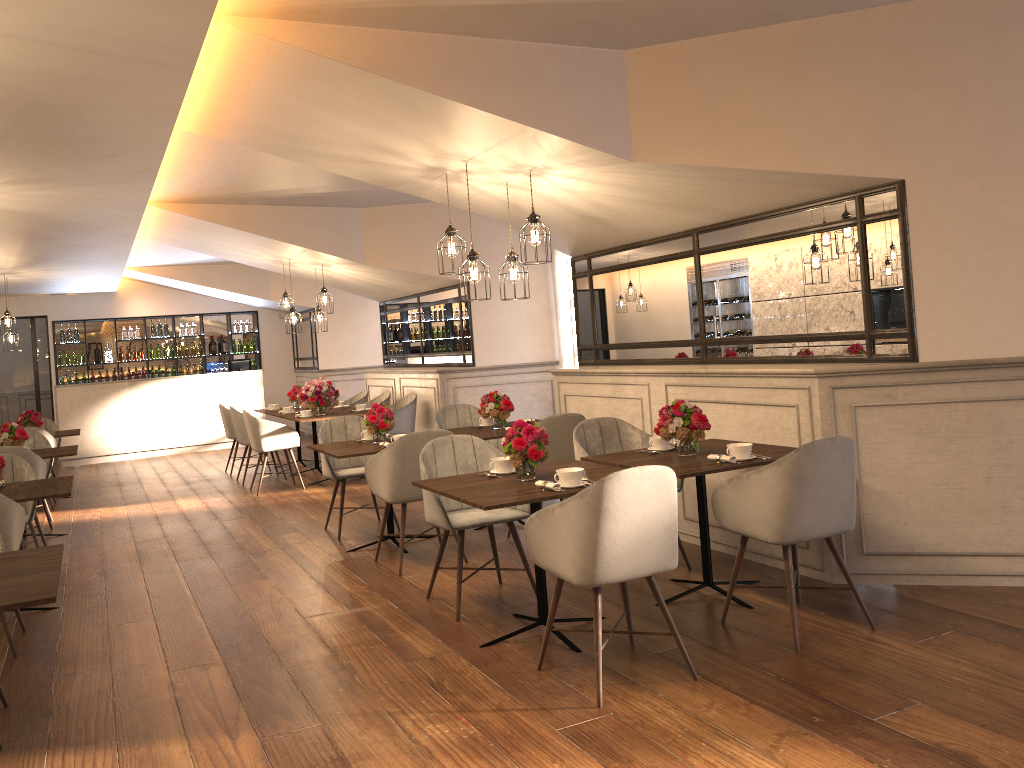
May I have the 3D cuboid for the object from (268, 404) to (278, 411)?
[{"bbox_3d":[-2.971,0.291,11.027,0.148,0.072,0.148,-4,2,17],"label":"object"}]

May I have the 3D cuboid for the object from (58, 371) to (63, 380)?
[{"bbox_3d":[-6.655,-0.085,13.056,0.065,0.208,0.065,-4,0,-34],"label":"object"}]

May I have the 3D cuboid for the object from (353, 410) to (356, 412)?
[{"bbox_3d":[-1.624,0.288,9.599,0.193,0.024,0.025,-6,2,-26],"label":"object"}]

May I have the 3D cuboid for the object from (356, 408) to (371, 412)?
[{"bbox_3d":[-1.601,0.281,9.572,0.176,0.039,0.056,-5,2,-26],"label":"object"}]

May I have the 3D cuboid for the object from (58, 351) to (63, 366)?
[{"bbox_3d":[-7.461,-0.426,14.621,0.065,0.261,0.065,-4,0,43],"label":"object"}]

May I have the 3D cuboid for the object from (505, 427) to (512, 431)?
[{"bbox_3d":[0.006,0.325,6.338,0.056,0.039,0.175,-5,3,-25],"label":"object"}]

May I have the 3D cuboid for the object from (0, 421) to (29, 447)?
[{"bbox_3d":[-4.153,0.447,7.346,0.305,0.301,0.234,-4,1,7],"label":"object"}]

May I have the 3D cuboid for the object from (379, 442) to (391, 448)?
[{"bbox_3d":[-0.844,0.408,5.929,0.056,0.039,0.175,-5,3,-25],"label":"object"}]

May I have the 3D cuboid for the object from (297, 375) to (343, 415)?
[{"bbox_3d":[-2.081,0.121,9.576,0.420,0.425,0.405,-5,1,-37],"label":"object"}]

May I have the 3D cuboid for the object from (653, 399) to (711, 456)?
[{"bbox_3d":[0.893,0.216,4.593,0.304,0.301,0.235,-3,1,40],"label":"object"}]

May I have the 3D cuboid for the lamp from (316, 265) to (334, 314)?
[{"bbox_3d":[-2.189,-1.829,10.052,0.175,2.072,0.175,-4,0,-24],"label":"lamp"}]

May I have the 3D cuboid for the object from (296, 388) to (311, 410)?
[{"bbox_3d":[-2.425,0.167,10.407,0.234,0.301,0.305,-4,1,-6],"label":"object"}]

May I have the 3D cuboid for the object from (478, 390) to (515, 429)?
[{"bbox_3d":[-0.107,0.184,6.685,0.304,0.301,0.235,-3,1,40],"label":"object"}]

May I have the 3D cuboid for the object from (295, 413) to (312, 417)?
[{"bbox_3d":[-2.232,0.332,9.481,0.176,0.039,0.056,-5,2,-26],"label":"object"}]

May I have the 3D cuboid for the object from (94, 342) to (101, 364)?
[{"bbox_3d":[-6.963,-0.523,14.866,0.104,0.360,0.104,-4,0,36],"label":"object"}]

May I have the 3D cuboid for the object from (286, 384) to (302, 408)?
[{"bbox_3d":[-2.712,0.146,11.175,0.234,0.301,0.306,-4,1,22],"label":"object"}]

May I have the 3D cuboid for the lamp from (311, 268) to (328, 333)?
[{"bbox_3d":[-2.317,-1.640,10.347,0.175,2.072,0.175,-4,0,-24],"label":"lamp"}]

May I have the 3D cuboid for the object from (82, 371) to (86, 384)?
[{"bbox_3d":[-7.136,-0.093,14.761,0.065,0.261,0.065,-4,0,43],"label":"object"}]

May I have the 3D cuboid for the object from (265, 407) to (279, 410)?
[{"bbox_3d":[-3.019,0.307,11.130,0.176,0.039,0.056,-5,2,-26],"label":"object"}]

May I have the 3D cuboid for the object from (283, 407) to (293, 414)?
[{"bbox_3d":[-2.585,0.303,10.220,0.148,0.072,0.148,-4,2,17],"label":"object"}]

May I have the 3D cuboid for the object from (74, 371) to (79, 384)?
[{"bbox_3d":[-7.235,-0.084,14.714,0.065,0.261,0.065,-4,0,43],"label":"object"}]

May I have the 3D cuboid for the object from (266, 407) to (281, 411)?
[{"bbox_3d":[-2.995,0.313,11.103,0.193,0.024,0.025,-6,2,-26],"label":"object"}]

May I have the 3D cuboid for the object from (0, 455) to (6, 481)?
[{"bbox_3d":[-3.044,0.482,5.022,0.234,0.301,0.306,-3,1,42],"label":"object"}]

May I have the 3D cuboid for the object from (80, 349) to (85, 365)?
[{"bbox_3d":[-7.163,-0.455,14.764,0.065,0.261,0.065,-4,0,43],"label":"object"}]

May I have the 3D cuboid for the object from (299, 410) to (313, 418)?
[{"bbox_3d":[-2.184,0.316,9.379,0.148,0.072,0.148,-4,2,17],"label":"object"}]

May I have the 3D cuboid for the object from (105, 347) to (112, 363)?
[{"bbox_3d":[-6.808,-0.498,14.933,0.108,0.282,0.108,-4,0,21],"label":"object"}]

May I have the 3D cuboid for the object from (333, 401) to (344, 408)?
[{"bbox_3d":[-2.053,0.250,10.515,0.148,0.072,0.148,-4,2,17],"label":"object"}]

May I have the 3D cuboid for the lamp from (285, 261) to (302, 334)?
[{"bbox_3d":[-2.555,-1.610,10.092,0.175,2.072,0.175,-4,0,-24],"label":"lamp"}]

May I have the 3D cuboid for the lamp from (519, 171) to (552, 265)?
[{"bbox_3d":[0.073,-1.757,5.317,0.175,2.072,0.175,-4,0,-24],"label":"lamp"}]

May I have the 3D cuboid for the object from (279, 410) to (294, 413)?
[{"bbox_3d":[-2.633,0.319,10.322,0.176,0.039,0.056,-5,2,-26],"label":"object"}]

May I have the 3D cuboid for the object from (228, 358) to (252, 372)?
[{"bbox_3d":[-4.386,-0.241,14.323,0.129,0.329,0.409,-4,1,42],"label":"object"}]

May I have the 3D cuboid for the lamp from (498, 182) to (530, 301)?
[{"bbox_3d":[-0.054,-1.568,5.611,0.175,2.072,0.175,-4,0,-24],"label":"lamp"}]

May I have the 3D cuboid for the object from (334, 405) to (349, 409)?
[{"bbox_3d":[-2.003,0.268,10.412,0.176,0.039,0.056,-5,2,-26],"label":"object"}]

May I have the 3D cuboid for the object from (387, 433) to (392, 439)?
[{"bbox_3d":[-0.934,0.383,6.561,0.056,0.039,0.175,-5,3,-25],"label":"object"}]

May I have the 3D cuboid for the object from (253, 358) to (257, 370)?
[{"bbox_3d":[-4.633,-0.337,15.965,0.065,0.261,0.065,-4,0,43],"label":"object"}]

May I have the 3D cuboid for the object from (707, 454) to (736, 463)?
[{"bbox_3d":[1.005,0.357,4.245,0.056,0.039,0.175,-5,3,-25],"label":"object"}]

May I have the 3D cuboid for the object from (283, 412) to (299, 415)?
[{"bbox_3d":[-2.517,0.332,10.126,0.197,0.015,0.043,-6,3,-29],"label":"object"}]

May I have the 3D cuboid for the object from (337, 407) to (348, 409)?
[{"bbox_3d":[-2.026,0.275,10.439,0.193,0.024,0.025,-6,2,-26],"label":"object"}]

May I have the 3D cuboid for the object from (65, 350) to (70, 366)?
[{"bbox_3d":[-7.361,-0.436,14.669,0.065,0.261,0.065,-4,0,43],"label":"object"}]

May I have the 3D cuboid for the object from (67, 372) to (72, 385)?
[{"bbox_3d":[-7.335,-0.074,14.666,0.065,0.261,0.065,-4,0,43],"label":"object"}]

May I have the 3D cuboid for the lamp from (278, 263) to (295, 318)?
[{"bbox_3d":[-2.710,-1.808,10.390,0.175,2.072,0.175,-4,0,-24],"label":"lamp"}]

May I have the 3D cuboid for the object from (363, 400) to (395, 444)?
[{"bbox_3d":[-0.946,0.266,6.269,0.234,0.301,0.305,-4,1,-6],"label":"object"}]

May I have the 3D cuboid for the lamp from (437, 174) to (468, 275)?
[{"bbox_3d":[-0.448,-1.736,5.655,0.175,2.072,0.175,-4,0,-24],"label":"lamp"}]

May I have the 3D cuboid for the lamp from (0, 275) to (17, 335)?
[{"bbox_3d":[-6.324,-1.641,10.998,0.175,2.072,0.175,-4,0,-24],"label":"lamp"}]

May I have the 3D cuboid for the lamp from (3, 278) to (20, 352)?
[{"bbox_3d":[-6.451,-1.453,11.293,0.175,2.072,0.175,-4,0,-24],"label":"lamp"}]

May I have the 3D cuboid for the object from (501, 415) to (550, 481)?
[{"bbox_3d":[0.054,0.299,4.176,0.234,0.301,0.305,-4,1,-6],"label":"object"}]

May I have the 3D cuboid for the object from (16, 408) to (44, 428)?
[{"bbox_3d":[-5.252,0.414,9.618,0.305,0.301,0.234,-4,1,22],"label":"object"}]

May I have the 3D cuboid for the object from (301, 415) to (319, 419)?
[{"bbox_3d":[-2.115,0.345,9.285,0.197,0.015,0.043,-6,3,-29],"label":"object"}]

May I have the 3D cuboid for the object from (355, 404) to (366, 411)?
[{"bbox_3d":[-1.652,0.262,9.675,0.148,0.072,0.148,-4,2,17],"label":"object"}]

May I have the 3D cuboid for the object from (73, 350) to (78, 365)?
[{"bbox_3d":[-7.262,-0.445,14.716,0.065,0.261,0.065,-4,0,43],"label":"object"}]

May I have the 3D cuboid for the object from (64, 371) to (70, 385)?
[{"bbox_3d":[-6.580,-0.092,13.097,0.065,0.208,0.145,-4,0,-34],"label":"object"}]

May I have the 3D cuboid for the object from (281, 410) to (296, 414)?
[{"bbox_3d":[-2.609,0.325,10.295,0.193,0.024,0.025,-6,2,-26],"label":"object"}]

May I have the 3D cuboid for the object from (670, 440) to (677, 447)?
[{"bbox_3d":[0.916,0.332,4.877,0.056,0.039,0.175,-5,3,-25],"label":"object"}]

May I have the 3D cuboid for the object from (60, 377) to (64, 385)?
[{"bbox_3d":[-7.434,-0.064,14.618,0.065,0.261,0.065,-4,0,43],"label":"object"}]

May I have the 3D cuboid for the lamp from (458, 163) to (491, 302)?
[{"bbox_3d":[-0.292,-1.538,5.357,0.175,2.072,0.175,-4,0,-24],"label":"lamp"}]

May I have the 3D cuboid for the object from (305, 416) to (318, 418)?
[{"bbox_3d":[-2.124,0.349,9.320,0.211,0.004,0.022,-6,3,-26],"label":"object"}]

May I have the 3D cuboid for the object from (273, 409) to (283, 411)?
[{"bbox_3d":[-2.903,0.320,10.933,0.197,0.015,0.043,-6,3,-29],"label":"object"}]
